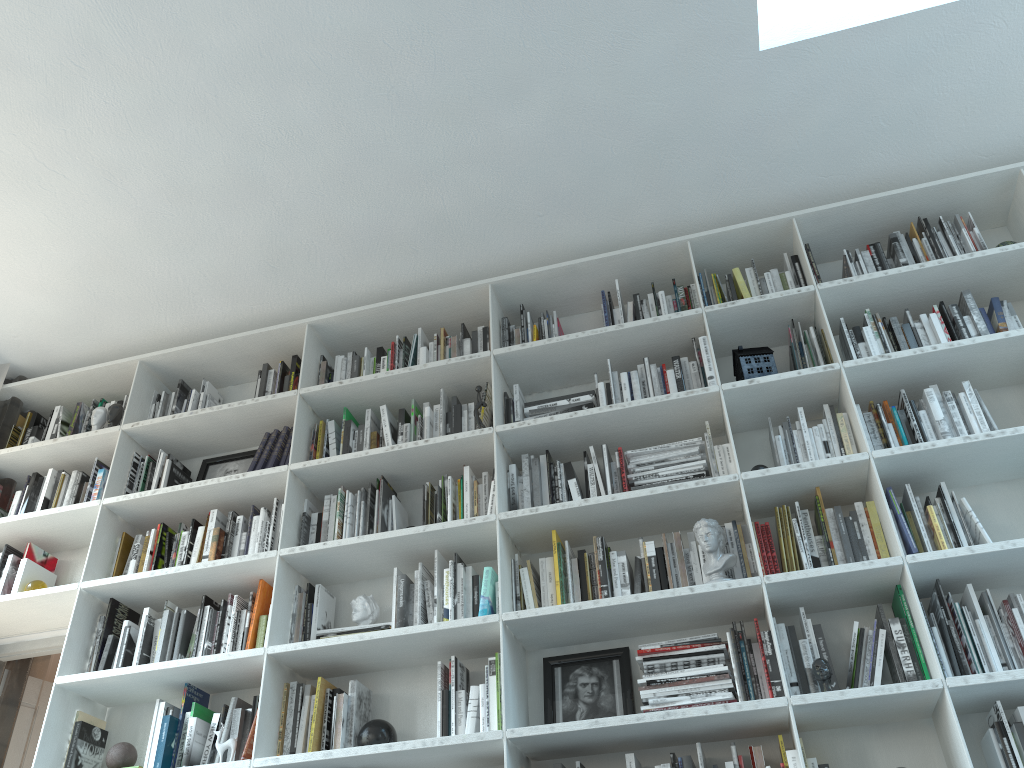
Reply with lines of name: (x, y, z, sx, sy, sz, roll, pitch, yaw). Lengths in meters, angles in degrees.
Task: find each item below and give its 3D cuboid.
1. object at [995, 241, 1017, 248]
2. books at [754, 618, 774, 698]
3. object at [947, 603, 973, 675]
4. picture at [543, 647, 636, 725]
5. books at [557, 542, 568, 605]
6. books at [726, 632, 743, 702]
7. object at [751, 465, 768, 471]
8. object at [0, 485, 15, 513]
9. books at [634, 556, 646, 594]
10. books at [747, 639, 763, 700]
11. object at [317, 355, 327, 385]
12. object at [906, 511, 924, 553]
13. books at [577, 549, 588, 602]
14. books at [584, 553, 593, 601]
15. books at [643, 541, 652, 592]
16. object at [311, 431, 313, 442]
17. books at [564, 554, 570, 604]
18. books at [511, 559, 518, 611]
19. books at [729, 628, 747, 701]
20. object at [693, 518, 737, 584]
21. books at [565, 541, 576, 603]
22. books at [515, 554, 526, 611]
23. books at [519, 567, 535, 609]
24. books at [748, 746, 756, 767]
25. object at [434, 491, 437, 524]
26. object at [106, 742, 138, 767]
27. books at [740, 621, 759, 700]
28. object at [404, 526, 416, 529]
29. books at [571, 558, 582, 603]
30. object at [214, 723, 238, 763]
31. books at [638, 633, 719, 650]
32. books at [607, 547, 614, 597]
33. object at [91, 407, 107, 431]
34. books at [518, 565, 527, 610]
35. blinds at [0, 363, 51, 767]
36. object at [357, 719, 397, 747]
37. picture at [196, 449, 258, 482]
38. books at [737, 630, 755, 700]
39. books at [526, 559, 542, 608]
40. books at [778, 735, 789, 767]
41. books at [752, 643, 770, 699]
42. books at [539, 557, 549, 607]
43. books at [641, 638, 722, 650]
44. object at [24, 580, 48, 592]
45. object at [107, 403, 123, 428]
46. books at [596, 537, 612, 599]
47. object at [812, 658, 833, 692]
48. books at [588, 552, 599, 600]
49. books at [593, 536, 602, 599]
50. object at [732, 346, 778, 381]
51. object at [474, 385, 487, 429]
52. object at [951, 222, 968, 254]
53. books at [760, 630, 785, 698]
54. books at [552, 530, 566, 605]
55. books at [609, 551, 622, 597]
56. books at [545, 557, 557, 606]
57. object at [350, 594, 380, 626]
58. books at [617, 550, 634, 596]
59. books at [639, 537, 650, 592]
object: (1.840, -0.478, 3.289, 0.104, 0.104, 0.104, 14, -39, -22)
books: (0.793, 0.899, 2.773, 0.011, 0.278, 0.187, -11, -37, 11)
object: (1.350, 0.812, 2.679, 0.007, 0.264, 0.135, -11, -37, 11)
picture: (0.254, 1.031, 2.938, 0.300, 0.298, 0.078, -11, -37, 11)
books: (0.192, 0.711, 3.083, 0.015, 0.265, 0.190, -11, -37, 11)
books: (0.708, 0.929, 2.786, 0.012, 0.252, 0.161, -11, -37, 11)
object: (0.855, 0.313, 3.049, 0.071, 0.072, 0.072, 14, -39, -22)
object: (-2.336, 0.606, 4.032, 0.035, 0.294, 0.177, -11, -37, 11)
books: (0.442, 0.713, 3.045, 0.050, 0.197, 0.146, -11, -37, 11)
books: (0.768, 0.935, 2.780, 0.013, 0.231, 0.135, -11, -37, 11)
object: (-0.826, 0.029, 3.955, 0.012, 0.283, 0.160, -11, -37, 11)
object: (1.306, 0.536, 2.869, 0.013, 0.207, 0.140, -11, -37, 11)
books: (0.267, 0.727, 3.103, 0.028, 0.258, 0.135, -11, -37, 11)
books: (0.281, 0.724, 3.074, 0.012, 0.226, 0.170, -11, -37, 11)
books: (0.480, 0.683, 3.036, 0.010, 0.232, 0.176, -11, -37, 11)
object: (-0.811, 0.336, 3.731, 0.012, 0.252, 0.161, -11, -37, 11)
books: (0.213, 0.736, 3.100, 0.010, 0.243, 0.150, -11, -37, 11)
books: (0.027, 0.769, 3.141, 0.012, 0.252, 0.161, -11, -37, 11)
books: (0.718, 0.923, 2.784, 0.011, 0.259, 0.185, -11, -37, 11)
object: (0.659, 0.564, 2.892, 0.137, 0.242, 0.138, 10, -38, -17)
books: (0.217, 0.710, 3.095, 0.010, 0.279, 0.171, -11, -37, 11)
books: (0.040, 0.761, 3.154, 0.010, 0.280, 0.141, -11, -37, 11)
books: (0.075, 0.768, 3.104, 0.053, 0.207, 0.157, -11, -37, 11)
books: (0.728, 1.221, 2.595, 0.010, 0.282, 0.132, -11, -37, 11)
object: (-0.270, 0.543, 3.410, 0.010, 0.224, 0.143, -11, -37, 11)
object: (-1.401, 1.342, 3.184, 0.105, 0.106, 0.106, 2, -36, -7)
books: (0.754, 0.911, 2.793, 0.011, 0.286, 0.152, -11, -37, 11)
object: (-0.378, 0.586, 3.352, 0.097, 0.097, 0.097, 14, -39, -22)
books: (0.241, 0.741, 3.095, 0.024, 0.227, 0.148, -11, -37, 11)
object: (-0.960, 1.205, 2.954, 0.081, 0.139, 0.044, -1, -36, -2)
books: (0.553, 0.862, 2.887, 0.254, 0.012, 0.161, -13, -38, 14)
books: (0.359, 0.708, 3.077, 0.011, 0.250, 0.131, -11, -37, 11)
object: (-1.875, 0.187, 4.006, 0.068, 0.197, 0.067, 19, -41, -27)
books: (0.050, 0.777, 3.138, 0.011, 0.234, 0.142, -11, -37, 11)
blinds: (-2.300, 1.421, 3.619, 0.140, 3.212, 0.780, -11, -37, 11)
object: (-0.451, 1.193, 2.969, 0.134, 0.134, 0.134, 14, -39, -22)
picture: (-1.248, 0.425, 3.874, 0.300, 0.298, 0.078, -11, -37, 11)
books: (0.743, 0.927, 2.787, 0.013, 0.254, 0.163, -11, -37, 11)
books: (0.096, 0.758, 3.119, 0.042, 0.240, 0.163, -11, -37, 11)
books: (0.812, 1.193, 2.576, 0.011, 0.298, 0.150, -11, -37, 11)
books: (0.784, 0.937, 2.771, 0.021, 0.216, 0.133, -11, -37, 11)
books: (0.131, 0.754, 3.122, 0.026, 0.246, 0.140, -11, -37, 11)
books: (0.554, 0.873, 2.882, 0.254, 0.012, 0.161, -9, -37, 9)
object: (-1.966, 0.854, 3.665, 0.087, 0.087, 0.087, 14, -39, -22)
object: (-1.797, 0.172, 3.991, 0.068, 0.197, 0.067, 19, -41, -27)
books: (0.333, 0.689, 3.064, 0.028, 0.266, 0.191, -11, -37, 11)
object: (0.905, 0.851, 2.574, 0.054, 0.113, 0.080, -10, -37, 10)
books: (0.301, 0.722, 3.079, 0.025, 0.234, 0.137, -11, -37, 11)
books: (0.317, 0.695, 3.083, 0.013, 0.282, 0.177, -11, -37, 11)
object: (0.913, -0.045, 3.321, 0.135, 0.247, 0.136, -5, -36, 3)
object: (-0.118, 0.112, 3.471, 0.075, 0.253, 0.076, 2, -36, -6)
object: (1.752, -0.479, 3.445, 0.006, 0.296, 0.130, -11, -37, 11)
books: (0.813, 0.909, 2.745, 0.034, 0.228, 0.200, -11, -37, 11)
books: (0.177, 0.694, 3.101, 0.014, 0.315, 0.189, -11, -37, 11)
books: (0.373, 0.711, 3.053, 0.024, 0.215, 0.176, -11, -37, 11)
books: (0.156, 0.749, 3.109, 0.029, 0.238, 0.156, -11, -37, 11)
object: (-0.543, 0.848, 3.272, 0.095, 0.156, 0.122, -20, -39, 22)
books: (0.400, 0.707, 3.048, 0.030, 0.213, 0.169, -11, -37, 11)
books: (0.469, 0.677, 3.049, 0.014, 0.257, 0.162, -11, -37, 11)
